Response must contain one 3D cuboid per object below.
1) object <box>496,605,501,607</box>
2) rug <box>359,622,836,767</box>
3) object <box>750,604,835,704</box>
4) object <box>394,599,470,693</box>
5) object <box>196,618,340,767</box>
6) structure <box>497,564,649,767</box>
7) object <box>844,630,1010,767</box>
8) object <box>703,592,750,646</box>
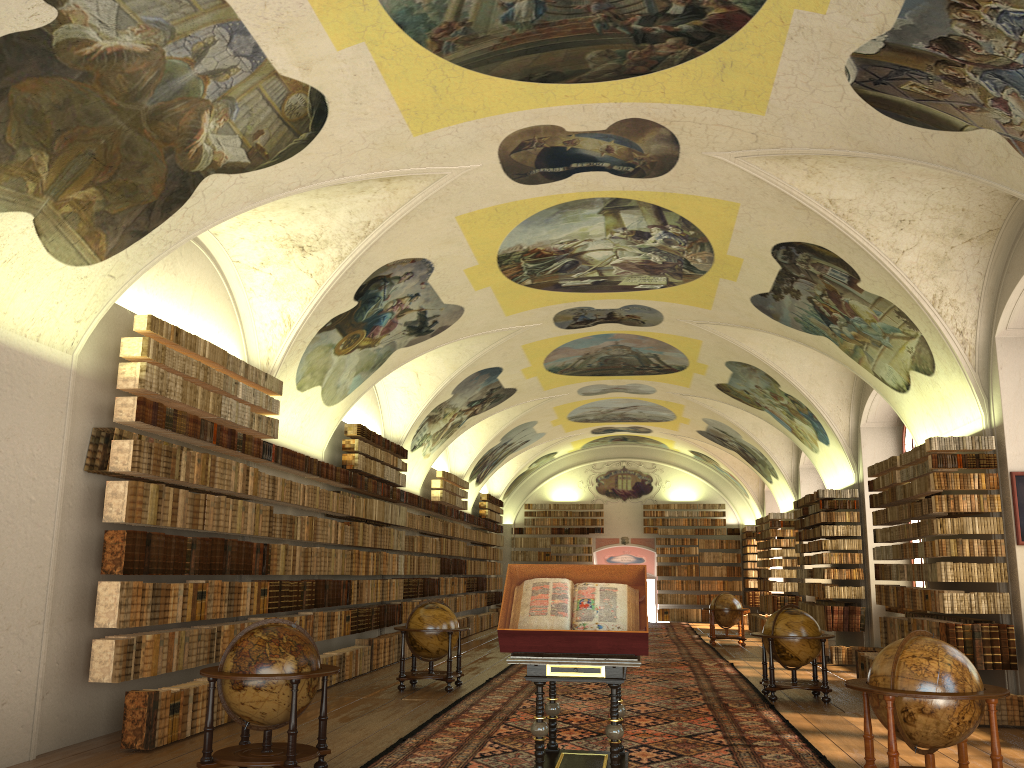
[{"bbox_3d":[0.169,6.632,25.473,1.281,1.443,1.281,10,-15,-38],"label":"object"},{"bbox_3d":[2.144,5.666,17.633,4.704,0.064,37.046,-1,-12,8],"label":"rug"},{"bbox_3d":[4.444,4.230,14.027,1.280,1.443,1.282,7,-13,-29],"label":"object"},{"bbox_3d":[-1.343,4.345,14.833,1.281,1.443,1.281,12,-16,-43],"label":"object"},{"bbox_3d":[-2.272,2.944,8.316,1.280,1.443,1.282,7,-13,-29],"label":"object"},{"bbox_3d":[0.620,2.664,8.128,1.245,1.974,1.898,-1,-12,8],"label":"structure"},{"bbox_3d":[3.513,2.829,7.511,1.281,1.443,1.281,12,-16,-43],"label":"object"},{"bbox_3d":[5.960,6.514,24.654,1.281,1.443,1.281,10,-15,-38],"label":"object"}]
